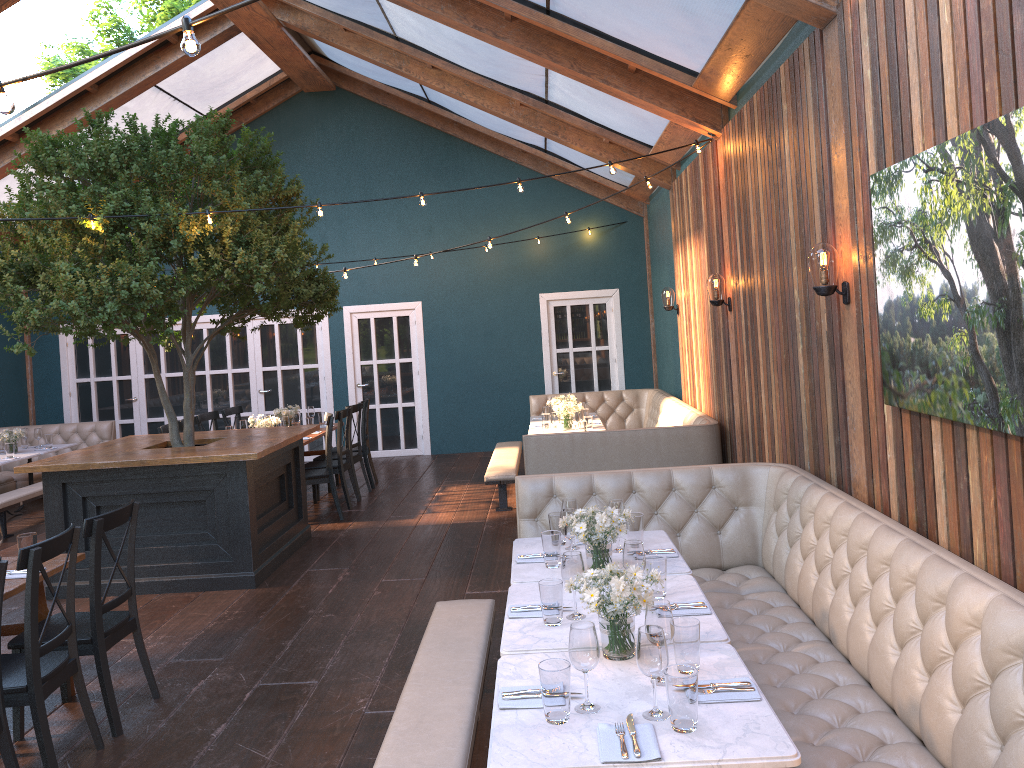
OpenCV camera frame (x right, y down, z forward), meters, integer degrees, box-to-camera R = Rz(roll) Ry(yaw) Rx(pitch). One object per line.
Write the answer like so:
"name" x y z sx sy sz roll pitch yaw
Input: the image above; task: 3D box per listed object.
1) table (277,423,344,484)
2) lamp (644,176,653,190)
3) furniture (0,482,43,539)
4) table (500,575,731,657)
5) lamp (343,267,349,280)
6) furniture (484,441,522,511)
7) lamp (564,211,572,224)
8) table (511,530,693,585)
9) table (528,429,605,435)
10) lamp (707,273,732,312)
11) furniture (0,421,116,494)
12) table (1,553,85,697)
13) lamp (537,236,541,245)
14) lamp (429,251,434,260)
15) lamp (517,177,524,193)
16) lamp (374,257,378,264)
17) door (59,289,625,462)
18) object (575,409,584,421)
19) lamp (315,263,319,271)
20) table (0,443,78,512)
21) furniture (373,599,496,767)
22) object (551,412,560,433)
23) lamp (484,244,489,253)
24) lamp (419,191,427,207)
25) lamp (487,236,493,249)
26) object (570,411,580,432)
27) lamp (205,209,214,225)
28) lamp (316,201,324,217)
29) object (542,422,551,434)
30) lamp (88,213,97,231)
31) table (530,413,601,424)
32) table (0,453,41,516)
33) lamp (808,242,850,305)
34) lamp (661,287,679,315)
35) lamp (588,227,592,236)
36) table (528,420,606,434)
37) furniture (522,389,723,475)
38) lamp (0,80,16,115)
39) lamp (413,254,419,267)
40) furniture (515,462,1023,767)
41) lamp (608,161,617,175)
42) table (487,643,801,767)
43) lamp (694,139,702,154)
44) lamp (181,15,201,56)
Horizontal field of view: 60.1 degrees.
"table" -2.545 0.948 9.622 0.950 0.729 2.436 -4 4 2
"lamp" 1.145 -1.686 7.413 0.073 0.115 0.056 -3 1 8
"furniture" -5.058 1.266 9.700 0.313 0.398 2.333 -4 4 2
"table" 0.391 1.206 3.433 0.798 0.672 0.800 -4 2 2
"lamp" -1.602 -1.065 8.510 0.056 0.121 0.056 -3 1 11
"furniture" -0.059 0.962 9.526 0.313 0.398 2.333 -4 4 2
"lamp" 0.486 -1.443 7.680 0.056 0.118 0.066 -4 1 -22
"table" 0.419 1.150 4.248 0.798 0.672 0.800 -4 2 1
"table" 0.573 0.843 8.676 0.798 0.672 0.800 -4 2 1
"lamp" 1.671 -0.740 7.165 0.178 0.320 0.146 -4 1 2
"furniture" -6.148 1.103 9.717 1.709 0.858 4.166 -3 4 2
"table" -2.758 1.372 3.500 0.950 0.729 2.436 -4 4 2
"lamp" 0.372 -2.004 12.330 0.056 0.120 0.056 -3 1 23
"lamp" -1.087 -1.740 11.995 0.060 0.119 0.056 -3 1 44
"lamp" 0.064 -1.523 6.782 0.056 0.121 0.056 -4 1 -16
"lamp" -1.820 -1.631 11.803 0.059 0.119 0.056 -3 1 26
"door" -2.475 -0.014 12.828 8.170 2.210 0.174 -3 0 2
"object" 0.671 0.371 8.779 0.092 0.244 0.092 -4 1 -40
"lamp" -2.559 -1.542 11.622 0.056 0.121 0.056 -4 1 -37
"table" -5.726 1.116 10.529 0.798 0.672 0.800 -4 2 1
"furniture" -0.271 1.383 3.456 0.313 0.398 2.333 -4 4 2
"object" 0.426 0.397 8.622 0.092 0.244 0.092 -4 1 -40
"lamp" -0.349 -1.864 12.160 0.056 0.119 0.061 -4 1 3
"lamp" -0.663 -1.378 6.583 0.056 0.117 0.068 -4 1 -1
"lamp" -0.200 -1.270 7.960 0.056 0.121 0.056 -4 1 -20
"object" 0.612 0.390 8.551 0.092 0.244 0.092 -4 1 -40
"lamp" -2.125 -1.174 6.214 0.060 0.119 0.056 -4 1 -13
"lamp" -1.389 -1.264 6.399 0.060 0.119 0.056 -3 1 26
"object" 0.339 0.449 8.560 0.092 0.158 0.092 -4 1 -11
"lamp" -2.861 -1.103 6.035 0.056 0.121 0.056 -3 1 27
"table" 0.630 0.730 10.307 0.798 0.672 0.800 -4 2 1
"table" -5.754 1.173 9.713 0.798 0.672 0.800 -4 2 2
"lamp" 1.576 -0.550 4.420 0.178 0.320 0.146 -4 1 2
"lamp" 1.767 -0.931 9.912 0.178 0.320 0.146 -4 1 2
"lamp" 1.098 -2.158 12.504 0.056 0.121 0.056 -4 1 -16
"table" 0.601 0.786 9.492 0.798 0.672 0.800 -4 2 2
"furniture" 1.033 0.668 9.453 1.709 0.858 4.166 -3 4 2
"lamp" -1.663 -0.938 2.892 0.067 0.117 0.056 -4 1 -35
"lamp" -0.897 -1.149 8.248 0.056 0.121 0.056 -4 1 -22
"furniture" 0.823 1.086 3.416 1.709 0.858 4.166 -3 4 2
"lamp" 0.787 -1.698 6.944 0.064 0.118 0.056 -3 1 11
"table" 0.362 1.263 2.617 0.798 0.672 0.800 -4 2 1
"lamp" 1.503 -1.911 7.130 0.056 0.120 0.056 -3 1 31
"lamp" -0.952 -1.031 2.616 0.056 0.121 0.056 -3 1 23
